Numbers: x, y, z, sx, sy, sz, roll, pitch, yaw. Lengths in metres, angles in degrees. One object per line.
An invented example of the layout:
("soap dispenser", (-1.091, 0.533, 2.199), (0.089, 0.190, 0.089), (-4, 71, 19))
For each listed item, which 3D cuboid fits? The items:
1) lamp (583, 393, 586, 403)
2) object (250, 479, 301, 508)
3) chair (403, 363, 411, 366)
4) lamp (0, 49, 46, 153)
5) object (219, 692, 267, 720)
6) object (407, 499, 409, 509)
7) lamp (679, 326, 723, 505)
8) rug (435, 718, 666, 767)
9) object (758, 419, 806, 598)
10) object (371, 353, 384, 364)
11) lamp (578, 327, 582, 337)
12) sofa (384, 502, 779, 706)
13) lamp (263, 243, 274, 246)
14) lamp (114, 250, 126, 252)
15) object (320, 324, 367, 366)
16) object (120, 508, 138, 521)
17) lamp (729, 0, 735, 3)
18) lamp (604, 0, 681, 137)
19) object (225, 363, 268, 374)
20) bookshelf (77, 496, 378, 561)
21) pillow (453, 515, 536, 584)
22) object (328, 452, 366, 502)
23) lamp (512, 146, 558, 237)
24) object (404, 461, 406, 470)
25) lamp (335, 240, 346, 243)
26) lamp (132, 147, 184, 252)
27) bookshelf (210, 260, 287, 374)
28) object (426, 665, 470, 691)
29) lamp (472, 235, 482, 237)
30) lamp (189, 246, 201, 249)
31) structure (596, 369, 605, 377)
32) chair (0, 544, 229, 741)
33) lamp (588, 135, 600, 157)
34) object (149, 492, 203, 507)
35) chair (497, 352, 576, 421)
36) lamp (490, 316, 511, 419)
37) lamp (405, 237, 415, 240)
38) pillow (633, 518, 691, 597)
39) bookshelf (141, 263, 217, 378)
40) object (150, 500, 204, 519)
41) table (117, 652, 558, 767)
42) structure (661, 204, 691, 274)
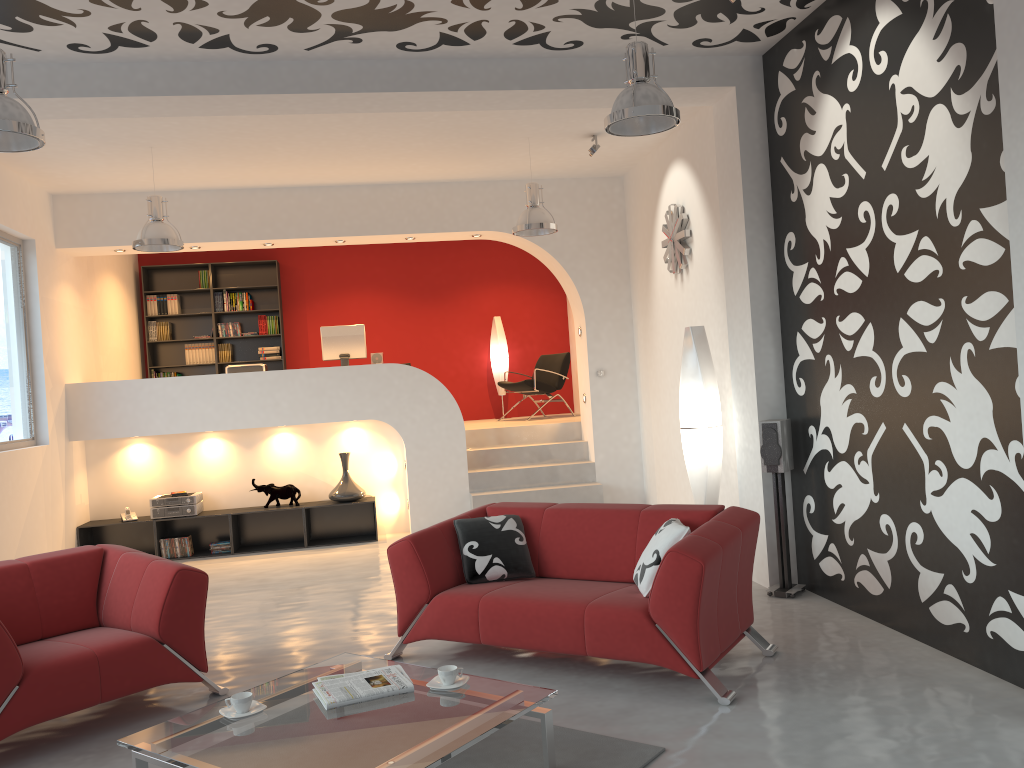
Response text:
("lamp", (0.757, 0.151, 9.269), (0.011, 0.105, 0.105), (-4, 0, -9))
("object", (-2.342, 1.070, 8.791), (0.507, 0.296, 0.191), (-4, 0, 7))
("chair", (-1.576, 0.160, 10.635), (0.664, 0.795, 0.768), (-4, 0, 11))
("lamp", (-2.339, -1.491, 3.990), (0.379, 0.800, 0.379), (-4, 0, 20))
("object", (-1.011, 1.203, 3.329), (0.153, 0.069, 0.153), (-4, 0, -42))
("object", (-1.062, 1.227, 9.043), (0.011, 0.105, 0.105), (-4, 0, -9))
("lamp", (1.379, 0.473, 6.405), (0.313, 1.779, 0.313), (-4, 0, -1))
("rug", (-0.587, 1.498, 3.259), (1.700, 0.025, 1.700), (-4, 0, 36))
("object", (1.714, 0.786, 5.663), (0.214, 1.112, 0.229), (-4, 0, 36))
("object", (-1.432, -0.255, 9.394), (0.133, 0.147, 0.151), (-4, 0, -25))
("lamp", (0.709, -0.547, 9.268), (0.011, 0.105, 0.105), (-4, 0, -9))
("sofa", (0.321, 1.069, 4.711), (1.929, 0.738, 0.951), (-4, 0, 31))
("lamp", (-2.412, -1.381, 8.791), (0.105, 0.011, 0.105), (-4, 0, -20))
("lamp", (-3.793, -1.286, 8.576), (0.105, 0.011, 0.105), (-4, 0, -5))
("object", (-1.760, -0.385, 9.293), (0.458, 0.452, 0.230), (-4, 0, -9))
("object", (-3.662, 1.241, 8.477), (0.130, 0.117, 0.146), (-4, 0, -33))
("lamp", (1.156, -2.038, 4.526), (0.112, 0.176, 0.118), (-4, 0, 34))
("lamp", (0.627, -1.694, 4.452), (0.379, 0.800, 0.379), (-4, 0, -16))
("object", (-2.738, -0.092, 9.220), (0.397, 0.217, 0.458), (-4, 0, -9))
("bookshelf", (-2.724, 1.443, 8.703), (2.764, 0.397, 0.405), (-4, 0, -9))
("pillow", (-0.100, 0.920, 4.966), (0.402, 0.343, 0.288), (-4, 0, -16))
("object", (-1.660, 0.930, 8.874), (0.369, 0.481, 0.369), (-4, 0, -44))
("lamp", (0.167, -1.666, 7.417), (0.379, 0.800, 0.379), (-4, 0, -38))
("object", (-1.089, 0.828, 9.043), (0.011, 0.105, 0.105), (-4, 0, -9))
("lamp", (-1.722, -1.428, 8.899), (0.105, 0.011, 0.105), (-4, 0, -20))
("lamp", (-2.799, -1.463, 6.954), (0.379, 0.800, 0.379), (-4, 0, -38))
("bookshelf", (-3.314, -0.431, 11.265), (0.816, 2.213, 0.305), (-4, 0, -9))
("object", (-0.252, 1.151, 3.484), (0.153, 0.069, 0.153), (-4, 0, 18))
("lamp", (-0.361, -1.521, 9.111), (0.105, 0.011, 0.105), (-4, 0, -20))
("lamp", (-3.103, -1.333, 8.684), (0.105, 0.011, 0.105), (-4, 0, -20))
("structure", (0.903, -0.109, 9.033), (0.080, 0.080, 0.016), (-4, 0, -9))
("chair", (-2.196, 1.242, 4.265), (0.951, 0.738, 1.288), (-4, 0, 41))
("lamp", (0.695, -2.010, 7.491), (0.112, 0.176, 0.118), (-4, 0, 34))
("object", (-3.262, 1.123, 8.628), (0.430, 0.077, 0.349), (-4, 0, -9))
("chair", (0.279, 0.033, 10.983), (0.768, 0.795, 0.664), (-4, 0, -34))
("lamp", (-0.156, -0.214, 11.710), (0.237, 1.349, 0.237), (-4, 0, -1))
("lamp", (-1.032, -1.475, 9.006), (0.105, 0.011, 0.105), (-4, 0, -20))
("pillow", (0.749, 0.863, 4.445), (0.288, 0.343, 0.402), (-4, 0, -1))
("bookshelf", (-4.119, -0.376, 11.140), (0.816, 2.213, 0.305), (-4, 0, -9))
("object", (-3.254, 1.221, 8.620), (0.430, 0.100, 0.365), (-4, 0, -9))
("table", (-0.604, 1.353, 3.250), (1.162, 0.286, 1.097), (-4, 0, 36))
("structure", (1.390, -1.239, 7.592), (0.090, 0.596, 0.596), (-4, 0, -9))
